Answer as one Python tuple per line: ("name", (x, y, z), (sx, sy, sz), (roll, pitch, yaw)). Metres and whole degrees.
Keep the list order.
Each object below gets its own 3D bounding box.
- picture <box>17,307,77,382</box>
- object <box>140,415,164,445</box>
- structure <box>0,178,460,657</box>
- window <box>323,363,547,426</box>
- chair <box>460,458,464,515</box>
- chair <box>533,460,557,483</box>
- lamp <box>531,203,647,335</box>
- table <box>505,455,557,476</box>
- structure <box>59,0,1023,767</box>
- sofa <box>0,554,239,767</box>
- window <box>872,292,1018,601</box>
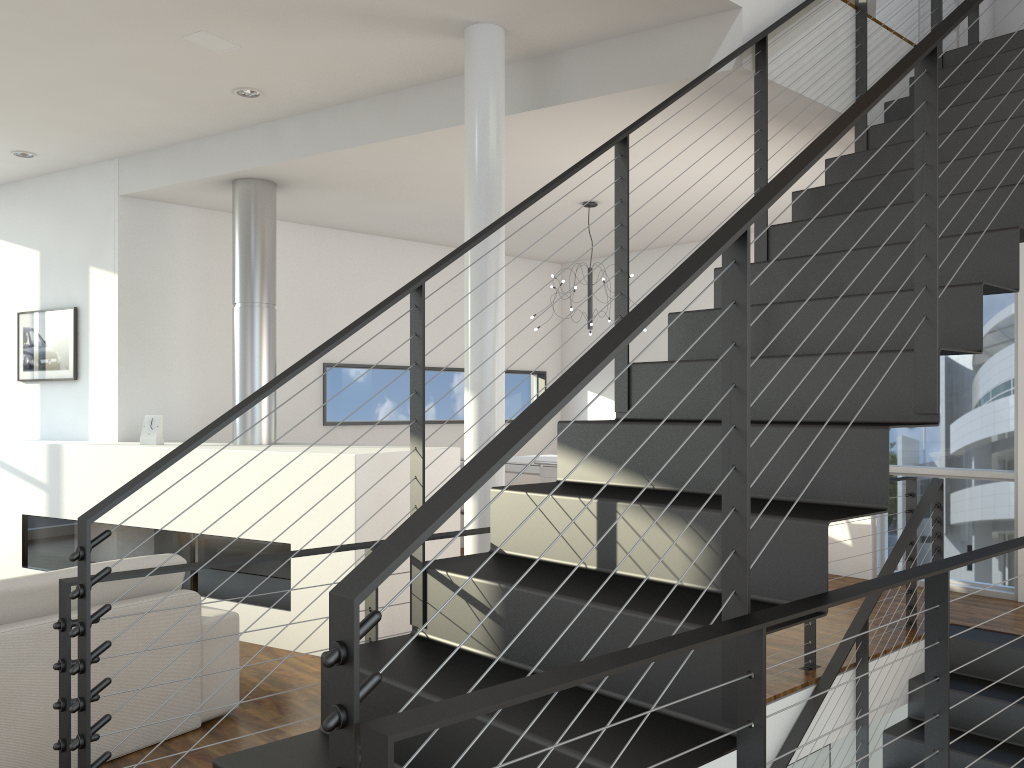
("picture", (-2.731, -0.227, 5.201), (0.575, 0.415, 0.020), (-1, 0, 31))
("object", (-1.837, 0.234, 4.524), (0.100, 0.151, 0.061), (0, 0, 18))
("structure", (-1.615, 0.059, 4.614), (2.750, 2.206, 0.750), (-1, 0, 31))
("window", (-0.526, 0.086, 6.473), (2.024, 0.408, 0.165), (1, -1, -42))
("chair", (-0.125, 0.783, 4.997), (0.555, 0.765, 0.428), (0, -1, -37))
("chair", (0.422, 0.772, 4.568), (0.428, 0.765, 0.555), (0, -1, 44))
("lamp", (0.448, -0.664, 5.046), (0.619, 0.726, 0.590), (0, -1, -21))
("table", (0.464, 0.796, 4.979), (0.700, 0.720, 1.400), (1, -1, -42))
("structure", (0.941, 0.630, 2.593), (4.362, 6.297, 1.094), (0, 0, -42))
("sofa", (-1.673, 0.814, 2.525), (0.802, 0.565, 1.611), (-1, -1, 32))
("window", (2.482, 0.078, 5.061), (0.115, 2.212, 0.836), (0, 0, -42))
